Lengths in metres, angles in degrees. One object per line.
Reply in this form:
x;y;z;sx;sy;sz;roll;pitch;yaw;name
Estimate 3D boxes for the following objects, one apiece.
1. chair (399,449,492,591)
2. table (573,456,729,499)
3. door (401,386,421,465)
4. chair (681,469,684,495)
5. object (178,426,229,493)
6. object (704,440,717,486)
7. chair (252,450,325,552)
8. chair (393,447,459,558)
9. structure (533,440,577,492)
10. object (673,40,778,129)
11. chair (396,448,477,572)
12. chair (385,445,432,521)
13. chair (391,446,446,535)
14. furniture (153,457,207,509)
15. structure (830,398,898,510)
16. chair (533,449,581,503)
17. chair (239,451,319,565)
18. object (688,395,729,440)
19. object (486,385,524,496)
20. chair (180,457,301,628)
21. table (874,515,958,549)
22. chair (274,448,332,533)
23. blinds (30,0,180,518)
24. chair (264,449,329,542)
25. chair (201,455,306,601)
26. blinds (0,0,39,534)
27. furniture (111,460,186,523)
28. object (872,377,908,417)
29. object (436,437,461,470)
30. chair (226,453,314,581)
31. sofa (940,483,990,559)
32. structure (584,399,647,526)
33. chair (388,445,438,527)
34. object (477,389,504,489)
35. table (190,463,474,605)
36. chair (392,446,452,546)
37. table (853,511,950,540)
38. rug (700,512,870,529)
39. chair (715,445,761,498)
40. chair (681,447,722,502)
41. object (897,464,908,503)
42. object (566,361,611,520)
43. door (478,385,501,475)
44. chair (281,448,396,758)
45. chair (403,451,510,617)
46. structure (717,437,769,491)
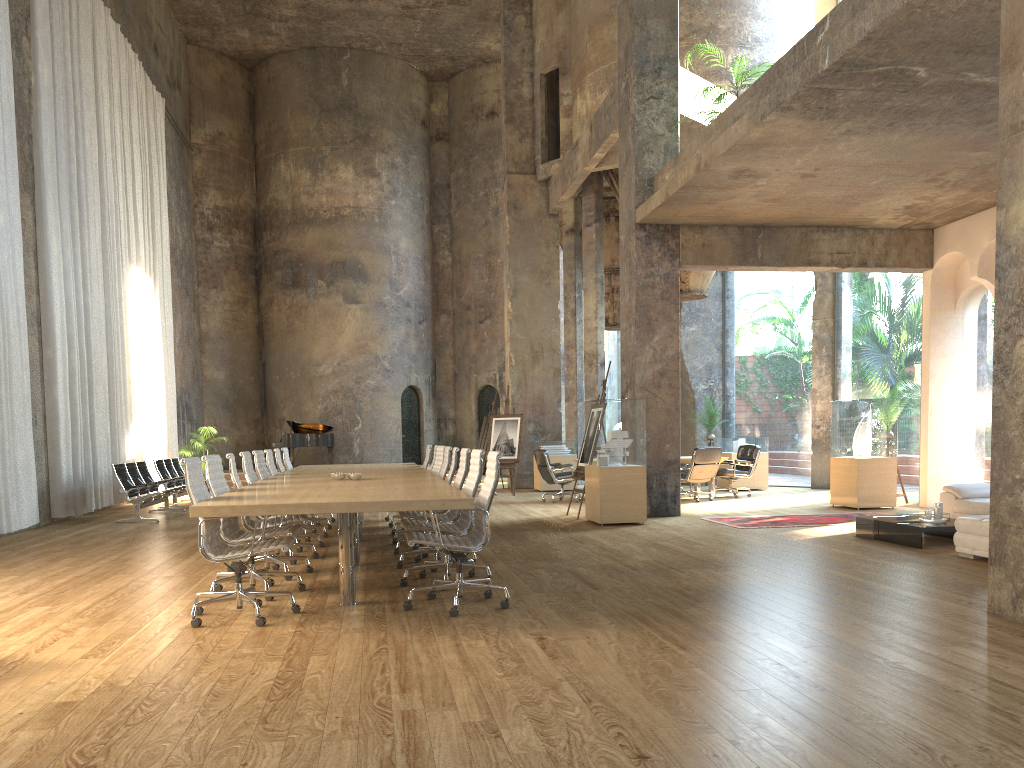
-0.521;1.017;6.711;0.699;1.032;0.662;-1;2;-5;chair
2.350;1.619;15.035;2.408;0.705;1.101;-1;-1;-9;table
-2.959;1.194;25.293;0.091;2.313;0.897;2;5;39;door
2.736;1.566;15.856;0.729;0.898;0.818;-1;1;-8;chair
-6.701;1.651;19.074;1.090;1.467;1.124;-2;2;-18;object
4.154;1.626;17.973;0.570;0.979;0.655;0;2;27;object
-2.309;1.190;9.057;0.699;1.032;0.661;-1;2;0;chair
-0.808;1.129;8.501;0.699;1.032;0.661;-1;2;0;chair
0.871;1.652;17.766;0.743;1.021;0.732;-1;2;-9;structure
2.793;-3.233;10.953;1.401;1.821;1.349;-1;2;-3;object
-0.665;1.074;7.615;0.699;1.032;0.662;-1;2;-3;chair
-1.393;1.346;11.979;0.699;1.032;0.662;-1;2;-3;chair
-1.082;1.240;10.290;0.698;1.032;0.662;-1;2;-9;chair
-5.792;1.737;15.675;0.708;0.846;1.866;-1;-2;-9;furniture
5.027;1.002;12.585;0.594;1.558;0.738;-2;3;-9;structure
0.811;1.539;14.801;0.820;0.899;0.727;-1;1;-13;chair
-2.174;1.136;8.189;0.699;1.032;0.662;-1;2;-3;chair
3.971;0.678;17.955;0.858;0.946;0.684;-1;2;-6;object
-0.118;1.079;16.867;0.701;2.162;0.679;0;4;23;object
-1.721;0.972;5.580;0.699;1.032;0.662;-1;2;-3;chair
4.111;1.467;8.790;0.790;0.204;1.107;-1;-3;-9;table
-2.596;1.301;10.847;0.699;1.032;0.662;-1;2;-5;chair
-7.033;-2.200;15.956;0.275;8.701;7.795;-2;1;-8;blinds
-2.451;1.245;9.943;0.699;1.032;0.662;-1;2;-3;chair
-1.884;1.026;6.427;0.699;1.032;0.661;-1;2;0;chair
-5.688;-2.731;7.435;0.275;8.701;7.795;-2;1;-8;blinds
-5.421;1.591;13.321;0.708;0.846;1.866;-1;-2;-9;furniture
5.569;0.360;13.106;0.687;0.946;0.856;-2;1;-18;object
-1.845;2.040;25.945;0.912;0.997;0.903;-1;1;2;object
-2.018;1.078;7.271;0.698;1.032;0.662;-1;2;-9;chair
4.800;1.159;8.236;2.063;0.725;2.920;-1;-3;-9;sofa
1.294;0.981;11.078;0.594;1.558;0.738;-2;3;-9;structure
-1.224;1.293;11.132;0.699;1.032;0.661;-1;2;0;chair
-0.517;1.196;18.713;0.684;2.162;0.696;0;4;17;object
-1.603;1.295;8.851;1.600;0.762;7.692;-1;-3;-9;table
-0.943;1.183;9.369;0.699;1.032;0.662;-1;2;-3;chair
4.053;1.468;9.152;0.859;0.248;0.369;-1;-1;-9;table
3.753;1.699;11.003;2.461;0.009;1.342;-1;-3;-9;rug
3.820;1.511;15.254;0.820;0.899;0.727;-1;1;-15;chair
2.959;1.477;14.426;0.727;0.898;0.819;-2;1;-35;chair
5.527;1.315;13.162;0.656;0.979;0.570;-3;3;-45;object
1.129;0.763;11.933;0.684;2.162;0.696;-2;4;-10;object
-0.619;1.340;25.659;0.901;2.650;0.110;1;5;33;door
0.071;1.336;12.159;12.944;1.037;31.415;-1;-3;-9;chair
-0.375;0.959;5.776;0.699;1.032;0.661;-1;2;-3;chair
4.450;1.541;16.998;0.734;1.021;0.740;-1;2;-9;structure
